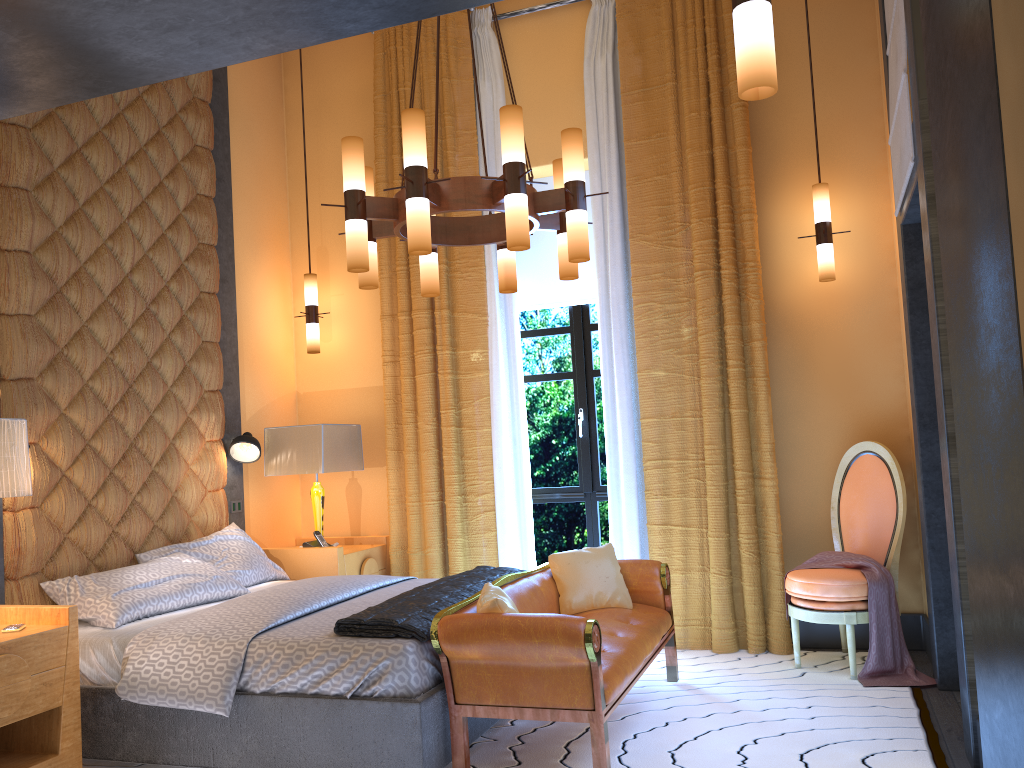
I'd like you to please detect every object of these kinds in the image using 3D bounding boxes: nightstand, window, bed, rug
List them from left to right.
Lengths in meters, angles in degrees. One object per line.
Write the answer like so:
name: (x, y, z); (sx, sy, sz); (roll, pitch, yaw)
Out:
nightstand: (-2.095, 1.215, 3.203); (0.721, 0.699, 0.709); (-5, -4, 19)
bed: (-1.022, 1.123, 4.258); (2.108, 0.823, 1.890); (-5, -4, 19)
nightstand: (-1.211, 1.358, 5.668); (0.720, 0.689, 0.681); (-5, -4, 19)
rug: (-0.186, 1.496, 3.759); (3.704, 0.016, 3.390); (-5, -5, 19)
window: (0.466, 0.111, 5.743); (1.201, 2.997, 0.130); (-4, -3, 20)

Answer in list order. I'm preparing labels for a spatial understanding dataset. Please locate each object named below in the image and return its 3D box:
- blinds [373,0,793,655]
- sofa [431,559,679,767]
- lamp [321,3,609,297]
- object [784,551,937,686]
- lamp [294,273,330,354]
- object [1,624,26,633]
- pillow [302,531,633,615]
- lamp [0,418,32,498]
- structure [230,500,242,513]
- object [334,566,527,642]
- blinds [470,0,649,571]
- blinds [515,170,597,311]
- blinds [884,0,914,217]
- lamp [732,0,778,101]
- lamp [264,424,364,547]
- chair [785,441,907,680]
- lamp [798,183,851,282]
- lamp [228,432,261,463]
blinds: (0.283, -0.473, 5.400); (2.452, 4.141, 0.134); (-4, -3, 20)
sofa: (0.278, 1.159, 3.870); (0.651, 0.639, 1.616); (-5, -4, 19)
lamp: (-0.239, -1.538, 3.791); (1.142, 2.166, 1.141); (-6, -5, 42)
object: (1.733, 1.145, 4.451); (0.428, 0.571, 0.804); (-2, -4, -23)
lamp: (-1.342, -0.471, 5.950); (0.199, 0.531, 0.199); (-2, -4, -25)
object: (-1.886, 0.926, 3.357); (0.064, 0.018, 0.111); (-2, -4, -15)
pillow: (-0.185, 0.985, 4.609); (1.146, 0.406, 2.632); (-1, -5, -29)
lamp: (-2.124, 0.537, 3.253); (0.424, 0.801, 0.506); (-4, -4, 19)
structure: (-1.682, 0.747, 5.401); (0.016, 0.071, 0.103); (-4, -4, 19)
object: (-0.270, 0.955, 3.988); (0.405, 0.104, 1.462); (-5, -5, 19)
blinds: (0.276, -0.443, 5.489); (2.051, 4.071, 0.237); (-4, -3, 17)
blinds: (0.402, -0.949, 5.790); (1.201, 0.872, 0.013); (-5, -3, 20)
blinds: (1.642, -1.601, 3.833); (0.042, 1.575, 0.895); (-4, -4, 19)
lamp: (0.547, -0.928, 2.038); (0.199, 0.531, 0.199); (-2, -4, -25)
lamp: (-1.235, 0.666, 5.603); (0.424, 0.801, 0.506); (-4, -4, 19)
chair: (1.709, 0.878, 4.579); (0.632, 1.145, 0.500); (-1, -4, -37)
lamp: (1.711, -0.830, 4.865); (0.199, 0.531, 0.199); (-2, -4, -25)
lamp: (-1.446, 0.394, 5.438); (0.568, 0.218, 0.231); (-1, -4, -23)
